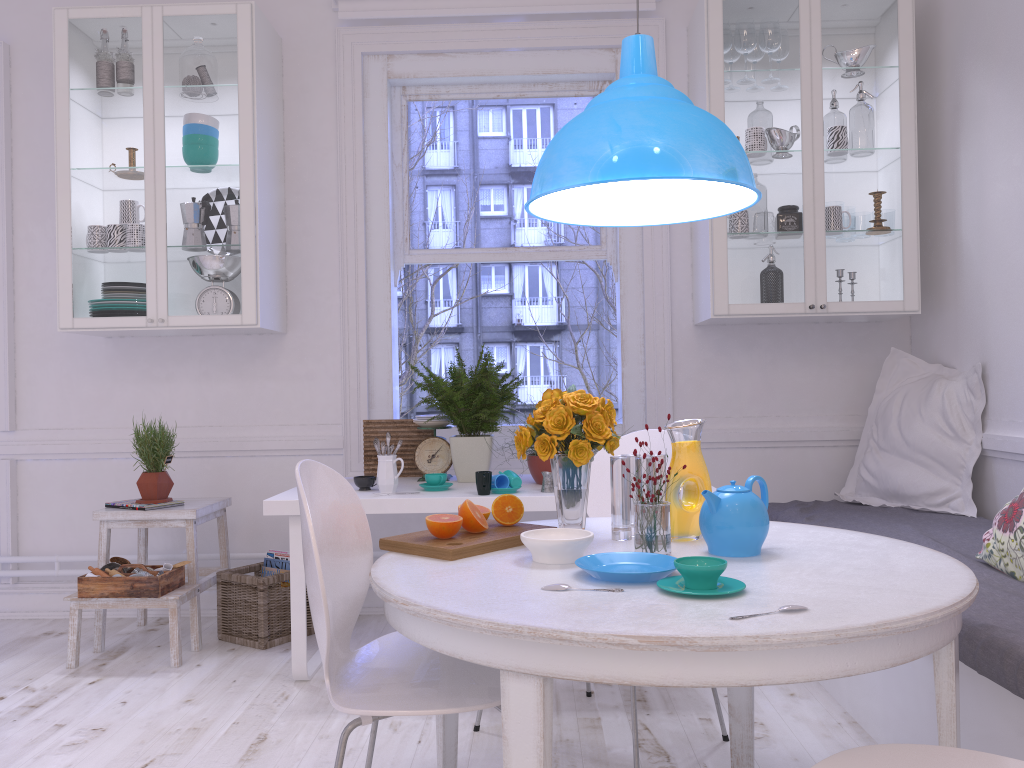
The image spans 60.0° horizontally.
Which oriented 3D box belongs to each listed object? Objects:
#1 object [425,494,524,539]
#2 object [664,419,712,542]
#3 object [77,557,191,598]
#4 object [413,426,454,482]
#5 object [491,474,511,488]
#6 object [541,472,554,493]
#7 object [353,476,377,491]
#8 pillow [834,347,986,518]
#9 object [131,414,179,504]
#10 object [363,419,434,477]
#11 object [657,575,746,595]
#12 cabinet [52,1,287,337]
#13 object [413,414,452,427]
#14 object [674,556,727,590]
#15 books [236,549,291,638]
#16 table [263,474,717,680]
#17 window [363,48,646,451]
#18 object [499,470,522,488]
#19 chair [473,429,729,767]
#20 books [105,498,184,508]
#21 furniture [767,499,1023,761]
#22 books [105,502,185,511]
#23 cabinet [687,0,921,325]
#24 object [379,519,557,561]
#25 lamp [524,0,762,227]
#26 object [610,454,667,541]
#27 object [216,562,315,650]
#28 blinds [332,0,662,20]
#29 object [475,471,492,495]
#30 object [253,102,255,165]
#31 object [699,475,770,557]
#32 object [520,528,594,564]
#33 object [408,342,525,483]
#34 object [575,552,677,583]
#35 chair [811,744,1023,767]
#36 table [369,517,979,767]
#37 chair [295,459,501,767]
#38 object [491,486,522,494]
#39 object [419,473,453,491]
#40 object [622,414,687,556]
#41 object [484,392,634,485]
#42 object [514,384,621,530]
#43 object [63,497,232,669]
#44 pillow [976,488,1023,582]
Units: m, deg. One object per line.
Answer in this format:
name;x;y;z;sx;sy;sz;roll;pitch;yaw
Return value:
object;-0.100;0.294;2.001;0.129;0.075;0.285;-1;0;38
object;0.392;0.213;1.980;0.094;0.267;0.116;-1;0;28
object;-1.378;0.706;3.255;0.358;0.110;0.211;-1;0;4
object;-0.305;0.273;3.511;0.159;0.208;0.185;-1;0;1
object;-0.043;0.332;3.009;0.069;0.058;0.080;-1;0;-26
object;0.131;0.332;3.009;0.066;0.067;0.052;-1;0;2
object;-0.524;0.355;3.164;0.079;0.048;0.082;-1;0;-39
pillow;1.591;0.167;3.498;0.374;0.642;0.677;-1;0;-28
object;-1.399;0.279;3.487;0.186;0.367;0.196;-1;0;-44
object;-0.458;0.262;3.622;0.294;0.237;0.028;-1;0;1
object;0.316;0.339;1.485;0.147;0.011;0.147;-1;0;4
cabinet;-1.428;-0.873;3.741;0.823;1.311;0.425;-1;0;1
object;-0.311;0.147;3.522;0.163;0.047;0.164;-1;0;-39
object;0.316;0.318;1.486;0.088;0.043;0.088;-1;0;9
books;-0.970;0.840;3.552;0.221;0.306;0.205;-1;0;35
table;-0.048;0.680;3.264;1.514;0.619;0.736;-1;0;1
window;-0.034;-0.594;4.043;1.234;1.782;0.181;-1;0;1
object;-0.007;0.325;3.020;0.069;0.059;0.082;-1;0;-21
chair;0.261;0.559;2.472;0.483;0.845;0.604;-1;0;-43
books;-1.448;0.468;3.497;0.246;0.007;0.180;-1;0;31
furniture;1.303;0.704;2.039;0.769;0.508;3.296;-1;0;1
books;-1.447;0.477;3.497;0.246;0.011;0.180;-1;0;31
cabinet;1.190;-0.923;3.676;0.823;1.311;0.425;-1;0;1
object;-0.091;0.343;1.976;0.224;0.024;0.347;-1;0;41
lamp;0.296;-1.406;2.164;0.568;1.948;0.568;-1;0;35
object;0.288;0.255;2.008;0.101;0.186;0.122;-1;0;31
object;-0.978;0.874;3.541;0.276;0.270;0.276;-1;0;35
blinds;-0.070;-1.663;3.861;1.451;0.131;0.136;-1;0;1
object;-0.097;0.331;2.950;0.055;0.077;0.070;-1;0;27
object;-1.429;-0.873;3.762;0.811;0.651;0.376;-1;0;1
object;0.458;0.268;1.812;0.156;0.151;0.150;-1;0;5
object;0.090;0.324;1.769;0.147;0.052;0.147;-1;0;44
object;-0.166;0.109;3.393;0.438;0.527;0.368;-1;0;1
object;0.213;0.335;1.615;0.196;0.023;0.196;-1;0;-11
chair;0.510;0.547;1.038;0.483;0.845;0.604;-1;0;36
table;0.297;0.661;1.775;1.140;0.629;1.140;-1;0;30
chair;-0.155;0.563;1.691;0.483;0.845;0.604;-1;0;1
object;-0.027;0.358;3.012;0.121;0.021;0.121;-1;0;42
object;-0.268;0.346;3.126;0.121;0.055;0.121;-1;0;42
object;0.290;0.203;1.789;0.128;0.287;0.128;-1;0;3
object;0.190;0.200;3.287;0.668;0.367;0.531;-1;0;26
object;0.135;0.175;2.020;0.234;0.351;0.235;-1;0;-34
object;-1.388;0.748;3.463;0.418;0.534;0.599;-1;0;1
pillow;1.446;0.268;2.069;0.509;0.447;0.592;-1;0;6
